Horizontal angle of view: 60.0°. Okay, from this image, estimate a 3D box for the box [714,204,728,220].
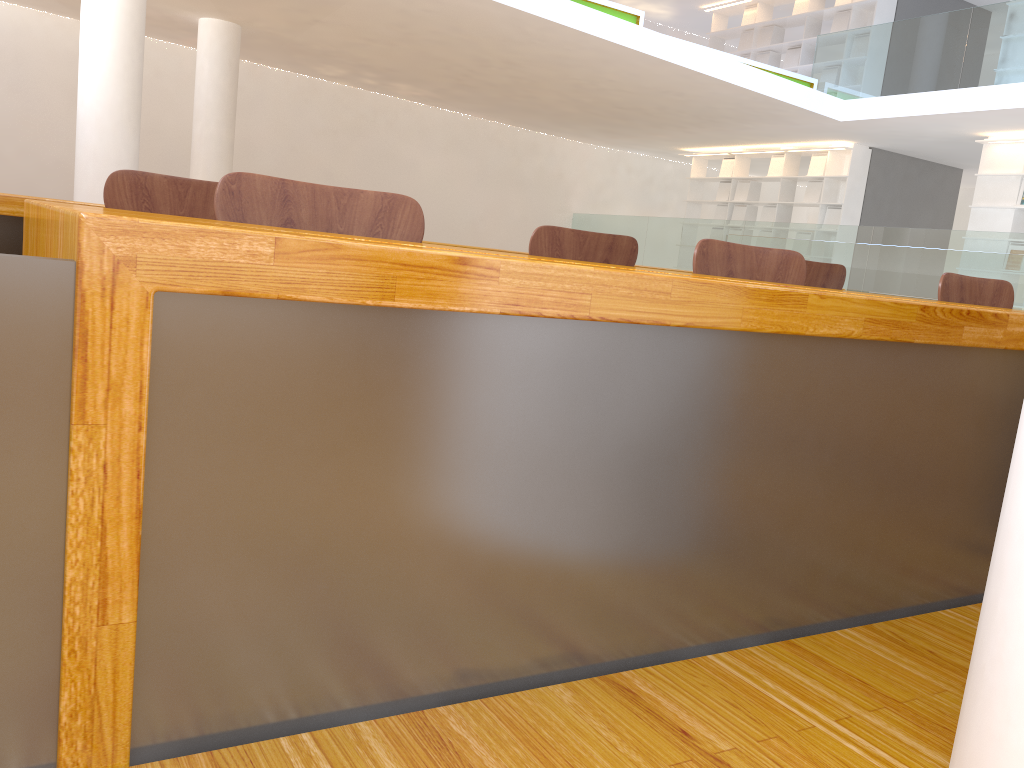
[{"bbox_3d":[3.059,-2.419,12.713,0.274,0.296,0.245,1,10,-31],"label":"box"}]

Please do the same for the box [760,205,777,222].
[{"bbox_3d":[3.513,-2.253,11.966,0.274,0.296,0.245,1,10,-31],"label":"box"}]

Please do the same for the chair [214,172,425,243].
[{"bbox_3d":[-0.286,0.011,1.504,0.428,0.693,0.381,1,10,-31],"label":"chair"}]

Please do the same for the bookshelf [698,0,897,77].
[{"bbox_3d":[3.568,-4.292,11.815,0.498,1.836,2.984,1,10,-31],"label":"bookshelf"}]

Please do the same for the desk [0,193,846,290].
[{"bbox_3d":[-0.364,-0.037,3.431,3.216,1.022,1.248,1,10,-31],"label":"desk"}]

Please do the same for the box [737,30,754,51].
[{"bbox_3d":[3.322,-4.754,12.366,0.274,0.296,0.245,1,10,-31],"label":"box"}]

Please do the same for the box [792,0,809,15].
[{"bbox_3d":[3.827,-4.906,11.541,0.274,0.296,0.245,1,10,-31],"label":"box"}]

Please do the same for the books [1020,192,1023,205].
[{"bbox_3d":[5.194,-1.890,8.893,0.037,0.210,0.145,1,10,-31],"label":"books"}]

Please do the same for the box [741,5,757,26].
[{"bbox_3d":[3.359,-5.076,12.316,0.274,0.296,0.245,1,10,-31],"label":"box"}]

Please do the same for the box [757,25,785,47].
[{"bbox_3d":[3.506,-4.686,12.062,0.274,0.296,0.245,1,10,-31],"label":"box"}]

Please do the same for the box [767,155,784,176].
[{"bbox_3d":[3.596,-2.895,11.848,0.274,0.296,0.245,1,10,-31],"label":"box"}]

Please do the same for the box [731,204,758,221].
[{"bbox_3d":[3.239,-2.353,12.418,0.274,0.296,0.245,1,10,-31],"label":"box"}]

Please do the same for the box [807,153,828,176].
[{"bbox_3d":[3.944,-2.767,11.280,0.274,0.296,0.245,1,10,-31],"label":"box"}]

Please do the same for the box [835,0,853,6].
[{"bbox_3d":[4.175,-4.778,10.973,0.274,0.296,0.245,1,10,-31],"label":"box"}]

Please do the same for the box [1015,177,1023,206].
[{"bbox_3d":[5.288,-1.922,8.937,0.274,0.296,0.245,1,10,-31],"label":"box"}]

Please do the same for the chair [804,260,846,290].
[{"bbox_3d":[0.930,-0.125,3.313,0.428,0.693,0.381,1,10,-31],"label":"chair"}]

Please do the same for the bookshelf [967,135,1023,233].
[{"bbox_3d":[5.875,-1.354,7.954,0.498,1.836,3.666,1,10,-31],"label":"bookshelf"}]

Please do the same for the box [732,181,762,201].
[{"bbox_3d":[3.276,-2.676,12.369,0.274,0.296,0.245,1,10,-31],"label":"box"}]

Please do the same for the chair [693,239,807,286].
[{"bbox_3d":[0.649,0.025,2.120,0.428,0.693,0.381,1,10,-31],"label":"chair"}]

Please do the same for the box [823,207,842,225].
[{"bbox_3d":[4.061,-2.053,11.064,0.274,0.296,0.245,1,10,-31],"label":"box"}]

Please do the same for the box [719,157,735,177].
[{"bbox_3d":[3.128,-3.066,12.623,0.274,0.296,0.245,1,10,-31],"label":"box"}]

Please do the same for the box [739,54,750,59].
[{"bbox_3d":[3.290,-4.430,12.407,0.274,0.296,0.245,1,10,-31],"label":"box"}]

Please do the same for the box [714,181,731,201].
[{"bbox_3d":[3.091,-2.744,12.672,0.274,0.296,0.245,1,10,-31],"label":"box"}]

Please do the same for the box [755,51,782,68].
[{"bbox_3d":[3.469,-4.364,12.111,0.274,0.296,0.245,1,10,-31],"label":"box"}]

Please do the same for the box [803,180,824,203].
[{"bbox_3d":[3.907,-2.446,11.330,0.274,0.296,0.245,1,10,-31],"label":"box"}]

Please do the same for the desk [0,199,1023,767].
[{"bbox_3d":[0.770,0.140,1.740,3.356,0.606,0.760,1,10,-31],"label":"desk"}]

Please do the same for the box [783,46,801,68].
[{"bbox_3d":[3.744,-4.264,11.660,0.274,0.296,0.245,1,10,-31],"label":"box"}]

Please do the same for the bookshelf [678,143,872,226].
[{"bbox_3d":[3.338,-2.282,12.122,0.498,1.836,2.984,1,10,-31],"label":"bookshelf"}]

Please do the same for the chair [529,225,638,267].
[{"bbox_3d":[0.102,-0.143,2.806,0.428,0.693,0.381,1,10,-31],"label":"chair"}]

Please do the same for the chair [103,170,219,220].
[{"bbox_3d":[-0.861,-0.170,2.261,0.428,0.693,0.381,1,10,-31],"label":"chair"}]

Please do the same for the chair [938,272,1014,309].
[{"bbox_3d":[1.477,0.042,2.627,0.428,0.693,0.381,1,10,-31],"label":"chair"}]

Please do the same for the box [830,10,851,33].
[{"bbox_3d":[4.137,-4.456,11.024,0.274,0.296,0.245,1,10,-31],"label":"box"}]
